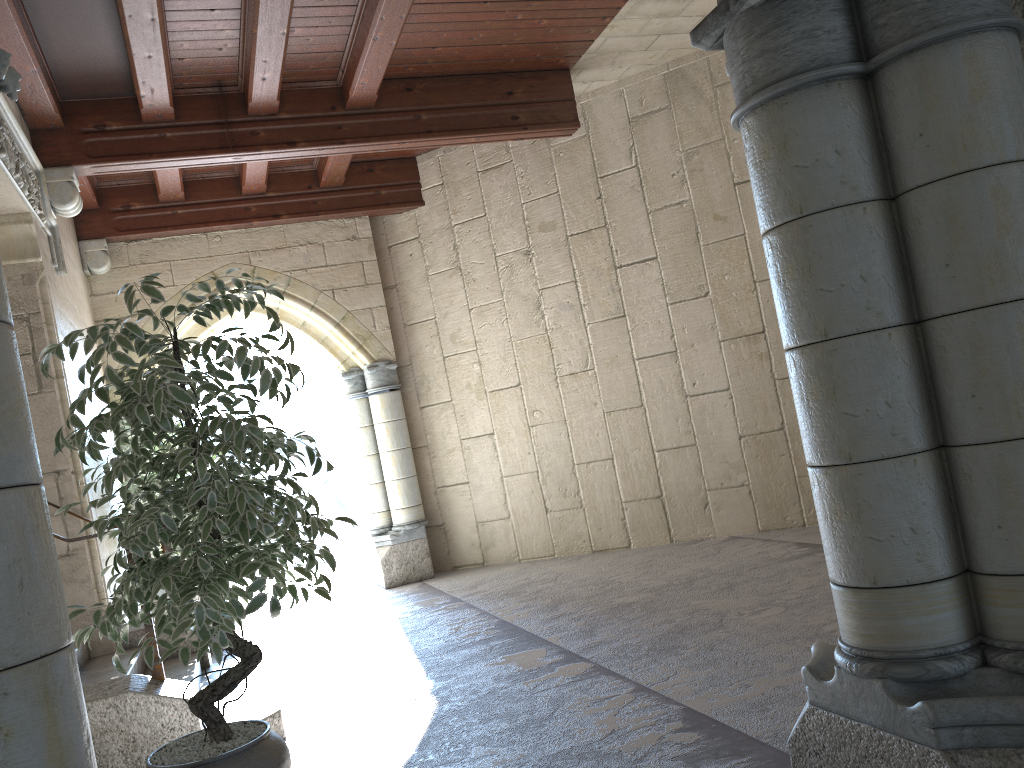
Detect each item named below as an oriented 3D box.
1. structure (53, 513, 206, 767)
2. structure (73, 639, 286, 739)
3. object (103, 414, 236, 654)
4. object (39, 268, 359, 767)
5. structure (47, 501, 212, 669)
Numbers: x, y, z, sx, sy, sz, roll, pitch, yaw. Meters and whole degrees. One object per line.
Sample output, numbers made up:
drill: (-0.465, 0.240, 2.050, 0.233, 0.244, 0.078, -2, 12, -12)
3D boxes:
structure: (-1.656, 0.877, 3.181, 0.885, 1.260, 0.478, -11, -1, -19)
structure: (-2.353, 1.273, 3.659, 2.566, 0.809, 1.467, -10, -3, -19)
object: (-2.088, 0.921, 5.643, 0.784, 1.617, 0.754, -11, -1, -23)
object: (-0.856, 0.502, 2.534, 0.788, 1.617, 0.750, -11, -1, 12)
structure: (-2.096, 1.040, 4.517, 0.885, 1.260, 0.475, -11, -1, -19)
